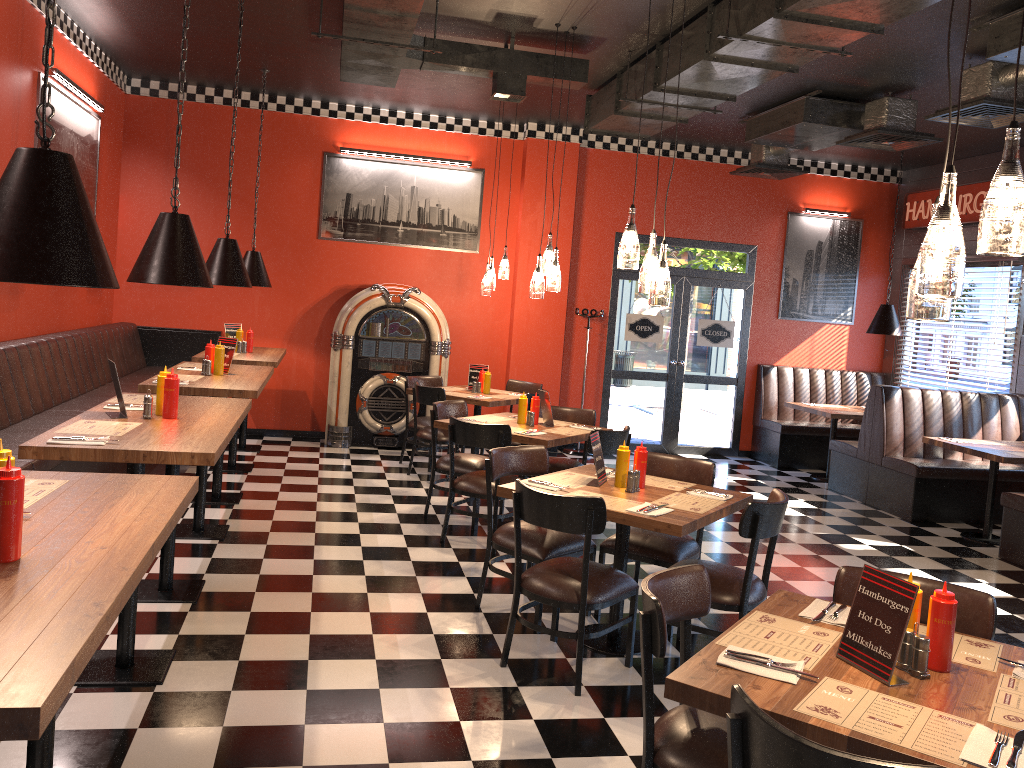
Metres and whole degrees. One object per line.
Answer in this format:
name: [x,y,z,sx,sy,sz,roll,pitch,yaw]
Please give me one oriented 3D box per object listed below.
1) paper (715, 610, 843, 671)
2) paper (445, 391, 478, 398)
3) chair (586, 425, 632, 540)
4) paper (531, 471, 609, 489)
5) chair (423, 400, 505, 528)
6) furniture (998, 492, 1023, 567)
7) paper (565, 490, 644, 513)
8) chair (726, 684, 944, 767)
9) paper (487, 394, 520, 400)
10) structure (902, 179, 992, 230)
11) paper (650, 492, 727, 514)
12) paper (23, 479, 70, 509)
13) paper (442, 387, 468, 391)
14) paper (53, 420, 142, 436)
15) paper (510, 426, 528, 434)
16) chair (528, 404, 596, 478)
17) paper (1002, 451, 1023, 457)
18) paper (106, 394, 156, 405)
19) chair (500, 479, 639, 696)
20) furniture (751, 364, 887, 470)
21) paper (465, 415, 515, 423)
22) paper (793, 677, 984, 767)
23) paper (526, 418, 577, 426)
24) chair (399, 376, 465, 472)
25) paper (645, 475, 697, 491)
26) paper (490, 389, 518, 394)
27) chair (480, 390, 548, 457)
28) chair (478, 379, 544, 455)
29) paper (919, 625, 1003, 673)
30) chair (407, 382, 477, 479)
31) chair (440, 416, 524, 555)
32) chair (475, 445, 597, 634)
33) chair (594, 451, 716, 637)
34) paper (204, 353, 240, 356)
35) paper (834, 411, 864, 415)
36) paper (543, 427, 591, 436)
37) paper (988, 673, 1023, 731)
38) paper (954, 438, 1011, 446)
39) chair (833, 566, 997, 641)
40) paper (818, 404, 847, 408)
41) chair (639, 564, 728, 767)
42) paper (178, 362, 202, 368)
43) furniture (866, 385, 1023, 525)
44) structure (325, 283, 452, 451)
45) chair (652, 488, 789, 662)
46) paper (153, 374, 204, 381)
paper: [0.769,0.726,2.531,0.261,0.001,0.365,8,6,33]
paper: [-0.501,0.097,8.214,0.366,0.001,0.261,8,6,33]
chair: [0.516,0.707,6.190,0.546,0.865,0.486,7,4,37]
paper: [0.306,0.497,4.602,0.261,0.001,0.365,8,6,34]
chair: [-0.365,0.584,6.774,0.545,0.865,0.487,6,4,25]
furniture: [4.673,0.843,6.656,1.708,1.152,0.708,4,4,-12]
paper: [0.420,0.548,4.154,0.366,0.001,0.261,8,6,31]
chair: [0.735,1.120,1.946,0.544,0.865,0.488,1,5,-45]
paper: [-0.067,0.121,8.322,0.261,0.001,0.365,8,6,32]
structure: [5.935,-1.488,5.264,0.119,0.437,11.302,4,5,-12]
paper: [0.851,0.570,4.269,0.261,0.001,0.365,8,6,31]
paper: [-1.498,0.316,2.601,0.261,0.001,0.366,4,5,-10]
paper: [-0.606,0.047,8.664,0.262,0.001,0.365,8,6,35]
paper: [-1.757,0.186,3.780,0.261,0.001,0.366,4,5,-10]
paper: [-0.052,0.315,6.255,0.366,0.001,0.261,8,6,34]
chair: [0.370,0.627,6.924,0.487,0.865,0.545,5,4,11]
paper: [4.147,0.569,7.042,0.365,0.001,0.262,3,5,-10]
paper: [-1.976,0.081,4.720,0.261,0.001,0.366,4,5,-10]
chair: [0.266,0.884,4.083,0.487,0.865,0.544,7,4,36]
furniture: [3.850,0.408,10.635,1.708,1.152,0.708,4,4,-12]
paper: [-0.170,0.262,6.717,0.261,0.001,0.365,8,6,32]
paper: [0.879,0.778,2.067,0.366,0.001,0.261,8,7,35]
paper: [0.287,0.290,6.800,0.366,0.001,0.261,8,6,31]
chair: [-0.788,0.370,8.714,0.546,0.865,0.486,8,5,42]
paper: [0.767,0.521,4.727,0.366,0.001,0.261,8,6,31]
paper: [-0.144,0.072,8.780,0.366,0.001,0.261,8,6,32]
chair: [0.042,0.479,8.241,0.545,0.865,0.487,6,4,20]
chair: [-0.005,0.408,8.966,0.488,0.865,0.544,8,5,43]
paper: [1.228,0.755,2.605,0.366,0.001,0.261,8,6,32]
chair: [-0.652,0.436,8.125,0.544,0.865,0.488,2,4,-37]
chair: [-0.176,0.663,6.087,0.487,0.865,0.545,6,4,28]
chair: [0.120,0.804,4.816,0.546,0.865,0.486,8,5,42]
chair: [0.812,0.849,4.920,0.487,0.865,0.544,7,4,33]
paper: [-2.605,-0.270,7.965,0.261,0.001,0.366,4,5,-10]
paper: [3.612,0.309,9.381,0.365,0.001,0.262,3,5,-15]
paper: [0.397,0.339,6.367,0.261,0.001,0.365,8,6,32]
paper: [1.330,0.803,2.170,0.261,0.001,0.365,8,6,33]
paper: [4.076,0.503,7.684,0.365,0.001,0.262,4,5,-10]
chair: [1.211,1.079,2.779,0.487,0.865,0.545,6,4,27]
paper: [3.585,0.247,10.018,0.365,0.001,0.262,3,5,-12]
chair: [0.622,1.046,2.641,0.545,0.865,0.486,6,4,28]
paper: [-2.392,-0.142,6.770,0.261,0.001,0.366,4,5,-10]
furniture: [4.333,0.663,8.301,1.708,1.152,0.708,4,4,-12]
structure: [-1.326,-0.204,9.599,1.293,1.764,0.501,4,3,-12]
chair: [1.001,0.927,4.232,0.546,0.865,0.486,6,4,30]
paper: [-2.204,-0.044,5.871,0.261,0.001,0.366,4,5,-10]
